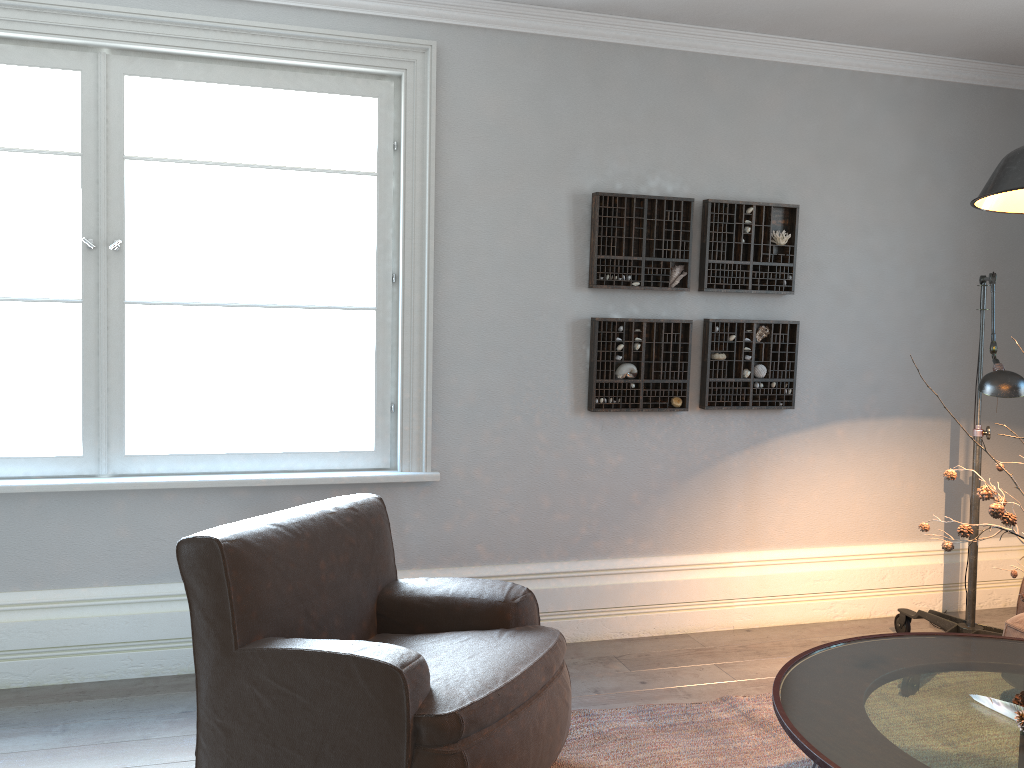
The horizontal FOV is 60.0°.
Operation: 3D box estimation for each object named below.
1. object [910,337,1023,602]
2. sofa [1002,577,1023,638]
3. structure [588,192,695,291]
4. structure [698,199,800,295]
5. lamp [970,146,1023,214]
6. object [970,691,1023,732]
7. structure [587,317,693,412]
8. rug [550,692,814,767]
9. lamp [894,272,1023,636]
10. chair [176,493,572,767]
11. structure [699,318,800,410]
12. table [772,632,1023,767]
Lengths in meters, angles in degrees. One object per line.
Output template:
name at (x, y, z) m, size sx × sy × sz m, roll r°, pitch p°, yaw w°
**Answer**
object at (1.233, 0.244, 1.838) m, size 0.525 × 1.065 × 0.853 m, roll -2°, pitch 4°, yaw -45°
sofa at (2.442, 0.850, 2.311) m, size 0.968 × 0.824 × 2.165 m, roll 0°, pitch 3°, yaw -16°
structure at (0.573, -0.627, 3.949) m, size 0.468 × 0.416 × 0.099 m, roll 0°, pitch 3°, yaw -16°
structure at (1.096, -0.626, 4.072) m, size 0.468 × 0.416 × 0.105 m, roll 0°, pitch 3°, yaw -16°
lamp at (1.287, -0.940, 1.903) m, size 0.504 × 1.075 × 0.504 m, roll 2°, pitch 3°, yaw 32°
object at (1.175, 0.743, 1.938) m, size 0.153 × 0.067 × 0.404 m, roll 1°, pitch 3°, yaw 2°
structure at (0.575, -0.085, 3.960) m, size 0.468 × 0.416 × 0.086 m, roll 0°, pitch 3°, yaw -16°
rug at (1.294, 1.214, 1.980) m, size 2.400 × 0.090 × 2.819 m, roll 0°, pitch 3°, yaw -15°
lamp at (2.077, 0.373, 3.736) m, size 0.797 × 1.644 × 1.864 m, roll 2°, pitch 3°, yaw 22°
chair at (-0.341, 0.803, 2.619) m, size 0.970 × 0.795 × 0.807 m, roll 2°, pitch 3°, yaw 25°
structure at (1.103, -0.091, 4.109) m, size 0.468 × 0.416 × 0.086 m, roll 0°, pitch 3°, yaw -16°
table at (1.254, 1.018, 1.990) m, size 1.300 × 0.503 × 1.300 m, roll 0°, pitch 3°, yaw -23°
